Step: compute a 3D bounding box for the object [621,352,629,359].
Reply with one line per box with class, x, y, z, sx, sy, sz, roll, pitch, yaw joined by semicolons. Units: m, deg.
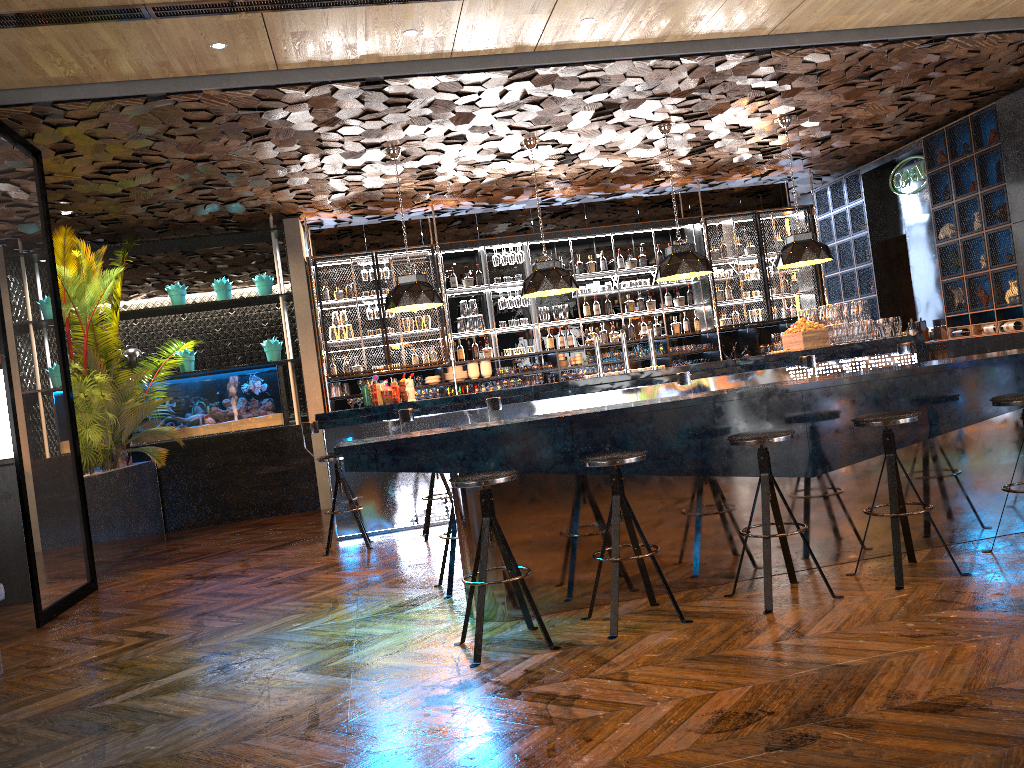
object;1.468;-0.367;11.540;0.098;0.097;0.098;-7;0;-30

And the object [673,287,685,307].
object;2.230;-1.164;11.873;0.123;0.279;0.123;-7;0;-20

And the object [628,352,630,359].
object;1.551;-0.377;11.656;0.098;0.097;0.098;-8;0;16

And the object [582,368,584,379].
object;0.948;-0.095;11.575;0.058;0.234;0.058;-8;0;24

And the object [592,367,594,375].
object;1.086;-0.112;11.614;0.049;0.231;0.049;-7;0;-1

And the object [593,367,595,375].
object;1.091;-0.113;11.548;0.049;0.231;0.049;-7;0;-5

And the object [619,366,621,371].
object;1.388;-0.150;11.667;0.091;0.229;0.091;-7;0;-15

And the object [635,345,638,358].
object;1.656;-0.429;11.664;0.115;0.172;0.101;-7;0;1

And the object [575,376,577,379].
object;0.863;-0.084;11.701;0.058;0.234;0.058;-7;0;-6

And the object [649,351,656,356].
object;1.821;-0.451;11.558;0.115;0.172;0.101;-7;0;-24

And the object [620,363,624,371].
object;1.462;-0.160;11.564;0.091;0.229;0.091;-7;0;-37

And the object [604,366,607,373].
object;1.201;-0.126;11.639;0.091;0.229;0.091;-7;0;12

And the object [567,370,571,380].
object;0.765;-0.068;11.699;0.108;0.227;0.108;-8;0;27

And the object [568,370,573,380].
object;0.784;-0.071;11.579;0.108;0.227;0.108;-7;0;-44

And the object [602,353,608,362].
object;1.241;-0.351;11.651;0.100;0.125;0.100;-8;0;39

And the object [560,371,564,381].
object;0.673;-0.056;11.561;0.108;0.227;0.108;-7;0;-29

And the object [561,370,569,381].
object;0.687;-0.058;11.442;0.108;0.227;0.108;-7;0;-17

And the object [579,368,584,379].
object;0.899;-0.089;11.461;0.058;0.234;0.058;-8;0;34

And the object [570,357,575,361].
object;0.805;-0.311;11.593;0.094;0.069;0.105;-7;0;-32

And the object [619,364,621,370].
object;1.432;-0.156;11.793;0.091;0.229;0.091;-7;0;-11

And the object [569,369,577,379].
object;0.800;-0.073;11.461;0.108;0.227;0.108;-7;0;-39

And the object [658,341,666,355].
object;1.950;-0.468;11.587;0.101;0.172;0.115;-8;0;21

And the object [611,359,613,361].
object;1.330;-0.363;11.785;0.108;0.126;0.108;-7;0;-37

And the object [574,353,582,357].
object;0.857;-0.363;11.503;0.094;0.068;0.106;-7;0;-9

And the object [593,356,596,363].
object;1.080;-0.317;11.505;0.067;0.099;0.058;-8;0;27

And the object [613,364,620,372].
object;1.367;-0.148;11.550;0.091;0.229;0.091;-8;0;18

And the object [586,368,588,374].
object;0.998;-0.100;11.663;0.049;0.231;0.049;-7;0;-19

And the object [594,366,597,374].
object;1.099;-0.114;11.484;0.049;0.231;0.049;-7;0;-14

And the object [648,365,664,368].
object;1.849;-0.163;11.716;0.356;0.134;0.206;-7;0;-2

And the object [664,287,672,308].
object;2.088;-1.156;11.872;0.086;0.298;0.086;-8;0;40

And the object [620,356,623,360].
object;1.455;-0.365;11.640;0.098;0.097;0.098;-8;0;29

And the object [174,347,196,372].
object;-3.985;-0.288;10.812;0.265;0.325;0.245;-7;0;-45

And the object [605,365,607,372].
object;1.239;-0.130;11.761;0.091;0.229;0.091;-8;0;43

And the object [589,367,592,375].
object;1.025;-0.104;11.472;0.049;0.231;0.049;-7;0;3

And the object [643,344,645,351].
object;1.776;-0.444;11.802;0.101;0.172;0.115;-7;0;-4

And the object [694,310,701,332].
object;2.483;-0.840;11.919;0.080;0.299;0.080;-7;0;-7

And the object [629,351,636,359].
object;1.570;-0.380;11.550;0.098;0.097;0.098;-8;0;25

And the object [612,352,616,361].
object;1.351;-0.366;11.664;0.108;0.126;0.108;-7;0;-14

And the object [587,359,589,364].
object;1.020;-0.309;11.622;0.058;0.099;0.067;-7;0;-6

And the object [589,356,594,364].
object;1.026;-0.310;11.456;0.058;0.099;0.067;-8;0;36

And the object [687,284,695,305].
object;2.392;-1.196;11.916;0.086;0.299;0.086;-8;0;40

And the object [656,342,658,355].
object;1.938;-0.466;11.704;0.115;0.172;0.101;-7;0;-24

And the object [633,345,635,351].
object;1.644;-0.427;11.786;0.115;0.172;0.101;-7;0;-24

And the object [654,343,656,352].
object;1.910;-0.462;11.828;0.115;0.172;0.101;-7;0;1

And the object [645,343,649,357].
object;1.797;-0.447;11.684;0.101;0.172;0.115;-8;0;21

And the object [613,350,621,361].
object;1.367;-0.368;11.549;0.108;0.126;0.108;-8;0;25

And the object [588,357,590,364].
object;1.014;-0.308;11.524;0.067;0.099;0.058;-7;0;-39

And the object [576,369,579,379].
object;0.876;-0.086;11.617;0.058;0.234;0.058;-7;0;-34

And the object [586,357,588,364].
object;1.008;-0.307;11.689;0.058;0.099;0.067;-8;0;41

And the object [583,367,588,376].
object;0.954;-0.096;11.479;0.058;0.234;0.058;-7;0;-6

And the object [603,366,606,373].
object;1.177;-0.123;11.516;0.091;0.229;0.091;-7;0;-23

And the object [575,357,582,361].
object;0.864;-0.319;11.514;0.094;0.069;0.106;-8;0;32

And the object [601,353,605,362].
object;1.220;-0.348;11.767;0.100;0.125;0.100;-7;0;4

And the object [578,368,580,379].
object;0.888;-0.087;11.546;0.058;0.234;0.058;-8;0;14

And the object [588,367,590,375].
object;1.016;-0.103;11.538;0.049;0.231;0.049;-7;0;0

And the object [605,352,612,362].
object;1.259;-0.354;11.530;0.100;0.125;0.100;-8;0;30

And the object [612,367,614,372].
object;1.295;-0.138;11.654;0.091;0.229;0.091;-8;0;23

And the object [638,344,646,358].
object;1.680;-0.432;11.545;0.115;0.172;0.101;-8;0;21

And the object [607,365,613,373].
object;1.277;-0.136;11.537;0.091;0.229;0.091;-8;0;38
